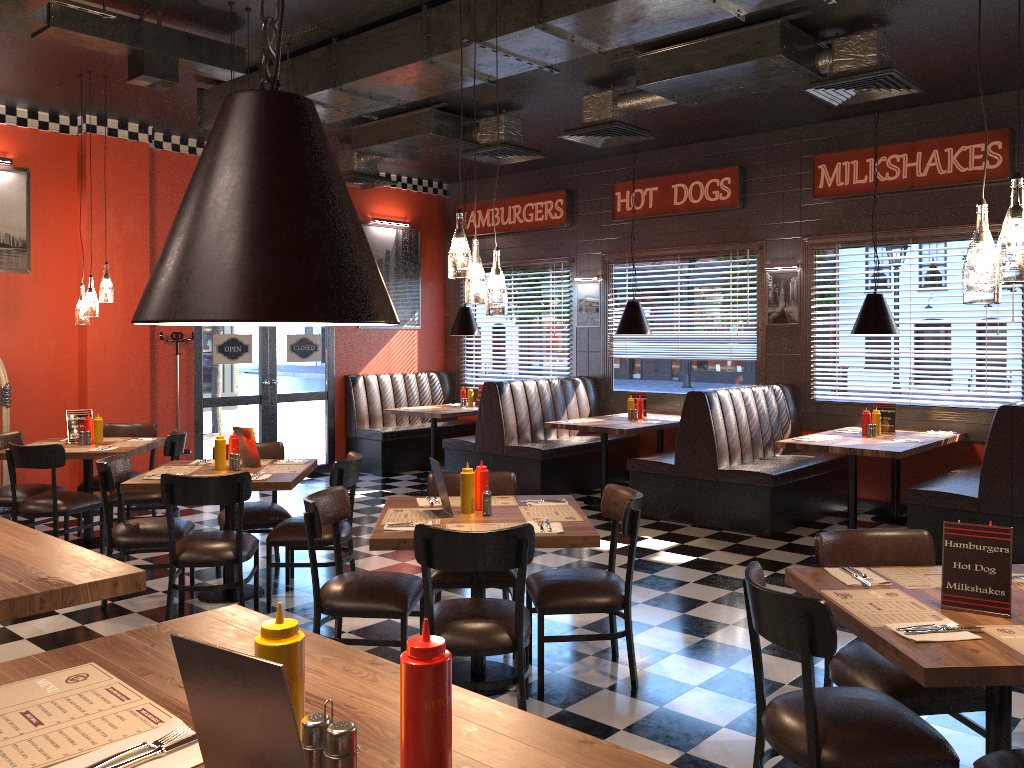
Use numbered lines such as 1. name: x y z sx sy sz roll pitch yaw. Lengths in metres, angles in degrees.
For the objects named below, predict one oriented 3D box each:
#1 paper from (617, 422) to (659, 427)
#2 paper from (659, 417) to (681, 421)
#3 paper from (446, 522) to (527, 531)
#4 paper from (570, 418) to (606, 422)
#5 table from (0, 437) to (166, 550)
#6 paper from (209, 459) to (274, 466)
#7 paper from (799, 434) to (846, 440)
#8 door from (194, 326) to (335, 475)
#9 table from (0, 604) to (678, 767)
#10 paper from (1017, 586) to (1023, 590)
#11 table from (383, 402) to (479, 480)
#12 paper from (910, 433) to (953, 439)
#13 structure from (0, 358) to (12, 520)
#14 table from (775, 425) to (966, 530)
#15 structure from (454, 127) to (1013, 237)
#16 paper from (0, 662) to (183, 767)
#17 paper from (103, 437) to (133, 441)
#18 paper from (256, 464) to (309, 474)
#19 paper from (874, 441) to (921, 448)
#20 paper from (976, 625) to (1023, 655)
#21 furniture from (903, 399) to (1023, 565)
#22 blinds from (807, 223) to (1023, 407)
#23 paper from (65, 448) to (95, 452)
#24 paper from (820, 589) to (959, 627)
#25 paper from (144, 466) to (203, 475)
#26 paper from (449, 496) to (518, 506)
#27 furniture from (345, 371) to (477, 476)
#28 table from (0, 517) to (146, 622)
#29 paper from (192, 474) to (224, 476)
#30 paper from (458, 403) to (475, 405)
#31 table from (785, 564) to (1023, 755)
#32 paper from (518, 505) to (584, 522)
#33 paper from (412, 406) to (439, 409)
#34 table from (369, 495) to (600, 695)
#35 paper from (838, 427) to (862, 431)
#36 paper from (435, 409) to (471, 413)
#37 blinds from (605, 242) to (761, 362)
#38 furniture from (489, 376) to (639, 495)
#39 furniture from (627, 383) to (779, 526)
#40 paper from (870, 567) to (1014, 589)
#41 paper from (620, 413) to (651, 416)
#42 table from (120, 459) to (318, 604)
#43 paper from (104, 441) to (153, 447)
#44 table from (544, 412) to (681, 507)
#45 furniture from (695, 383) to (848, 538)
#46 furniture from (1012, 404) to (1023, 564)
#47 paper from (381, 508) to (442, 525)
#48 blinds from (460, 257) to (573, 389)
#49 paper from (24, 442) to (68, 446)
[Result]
1. paper: 1.183 0.385 8.365 0.261 0.001 0.365 3 4 43
2. paper: 1.692 0.354 8.939 0.261 0.001 0.365 3 4 42
3. paper: -0.101 0.629 3.825 0.365 0.001 0.261 0 3 -5
4. paper: 0.741 0.360 8.838 0.261 0.001 0.365 3 4 43
5. table: -3.308 0.856 6.871 0.960 0.773 0.957 0 2 -3
6. paper: -1.788 0.521 5.871 0.365 0.001 0.261 0 3 -5
7. paper: 2.572 0.439 7.334 0.261 0.001 0.365 3 4 42
8. door: -2.708 -0.204 9.888 0.128 2.571 1.801 0 1 42
9. table: -0.228 1.043 1.198 1.692 0.999 0.696 2 2 42
10. paper: 1.819 0.683 2.773 0.261 0.001 0.366 0 3 -3
11. table: -0.562 0.659 10.513 0.957 0.773 1.693 2 3 42
12. paper: 3.522 0.433 7.439 0.261 0.001 0.365 3 4 43
13. structure: -4.772 0.348 7.158 0.500 1.767 1.295 1 1 42
14. table: 3.004 0.825 7.341 0.957 0.773 1.693 2 3 42
15. structure: 3.470 -1.948 7.964 11.267 0.438 0.120 3 2 42
16. paper: -0.741 0.531 1.431 0.365 0.001 0.261 3 4 44
17. paper: -3.319 0.451 7.206 0.365 0.001 0.261 0 3 -4
18. paper: -1.441 0.536 5.589 0.261 0.001 0.366 0 3 -4
19. paper: 2.971 0.465 6.835 0.261 0.001 0.365 2 4 39
20. paper: 1.517 0.702 2.421 0.365 0.001 0.261 0 3 -1
21. furniture: 3.641 0.664 6.783 0.706 1.153 1.710 1 2 42
22. blinds: 3.572 -0.597 7.943 1.870 1.552 0.101 2 2 42
23. paper: -3.269 0.487 6.538 0.365 0.001 0.261 0 3 -4
24. paper: 1.151 0.686 2.729 0.261 0.001 0.366 0 3 -3
25. paper: -2.108 0.539 5.533 0.261 0.001 0.366 0 3 -4
26. paper: -0.163 0.593 4.491 0.365 0.001 0.261 0 3 -5
27. furniture: -1.186 0.440 11.077 0.706 1.153 1.710 1 2 42
28. table: -1.812 0.970 2.607 1.692 0.999 0.696 2 2 42
29. paper: -1.737 0.555 5.232 0.365 0.001 0.261 0 3 -2
30. paper: -0.546 0.246 11.000 0.261 0.001 0.365 3 4 43
31. table: 1.488 1.073 2.738 0.956 0.773 0.961 0 2 -3
32. paper: 0.179 0.610 4.175 0.261 0.001 0.366 0 3 -5
33. paper: -1.049 0.278 10.421 0.261 0.001 0.365 3 4 42
34. table: -0.138 0.998 4.164 0.960 0.773 0.957 0 2 -3
35. paper: 3.079 0.408 7.910 0.261 0.001 0.365 3 4 43
36. paper: -0.647 0.304 9.925 0.261 0.001 0.365 2 4 39
37. blinds: 1.788 -0.853 9.529 1.870 1.205 0.100 2 2 42
38. furniture: 0.598 0.523 9.490 0.706 1.153 1.710 1 2 42
39. furniture: 1.856 0.581 8.371 0.706 1.153 1.710 1 2 42
40. paper: 1.477 0.668 3.061 0.365 0.001 0.261 0 3 -4
41. paper: 1.295 0.328 9.439 0.261 0.001 0.365 2 4 39
42. table: -1.776 0.926 5.544 0.960 0.773 0.957 0 2 -3
43. paper: -2.984 0.468 6.883 0.261 0.001 0.366 0 3 -4
44. table: 1.230 0.743 8.919 0.957 0.773 1.693 2 3 42
45. furniture: 2.383 0.606 7.902 0.706 1.153 1.710 1 2 42
46. furniture: 4.168 0.689 6.314 0.706 1.153 1.710 1 2 42
47. paper: -0.460 0.613 4.117 0.261 0.001 0.366 0 3 -2
48. blinds: -0.001 -0.722 11.121 1.869 1.634 0.099 2 2 42
49. paper: -3.623 0.471 6.837 0.261 0.001 0.366 0 3 -1
